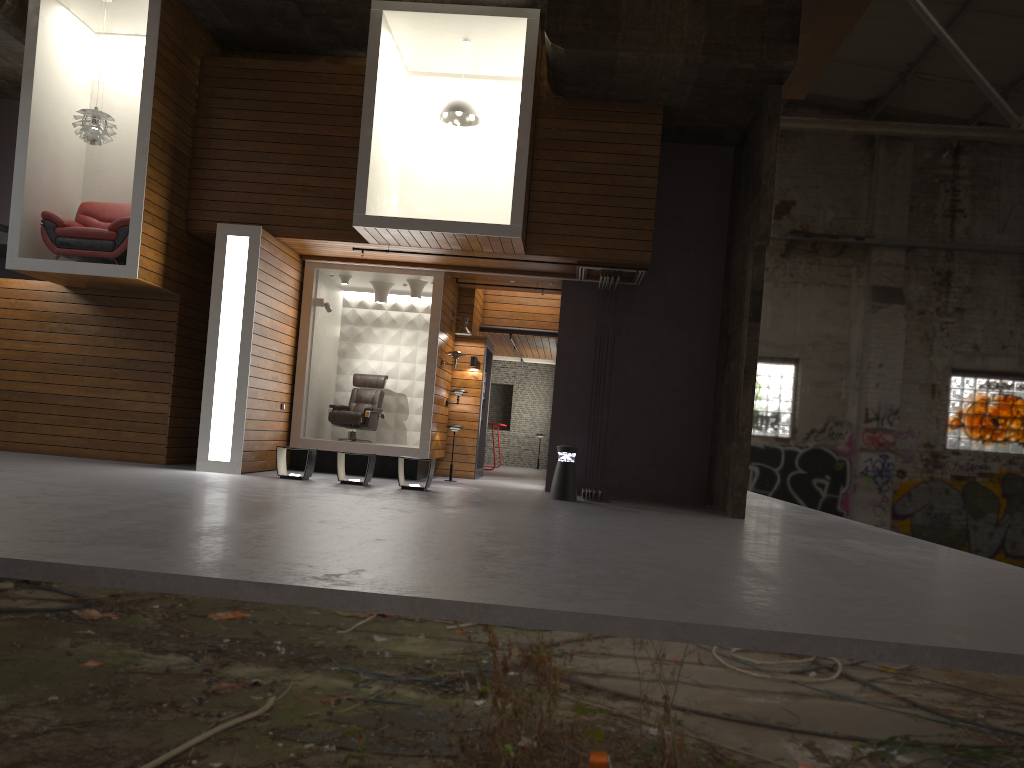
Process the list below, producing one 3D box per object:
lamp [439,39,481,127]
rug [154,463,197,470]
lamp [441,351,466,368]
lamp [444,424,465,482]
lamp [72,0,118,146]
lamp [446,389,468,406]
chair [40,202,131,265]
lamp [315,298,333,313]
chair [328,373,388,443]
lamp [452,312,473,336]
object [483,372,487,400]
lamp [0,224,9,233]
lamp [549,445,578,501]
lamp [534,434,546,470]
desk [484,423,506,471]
[{"bbox_3d":[-0.613,-3.808,11.101,0.529,0.986,0.531,4,-1,16],"label":"lamp"},{"bbox_3d":[-4.166,1.097,11.813,0.540,0.014,1.580,5,-3,4],"label":"rug"},{"bbox_3d":[-0.861,-0.359,13.038,0.351,0.271,0.288,5,-2,4],"label":"lamp"},{"bbox_3d":[-0.884,1.025,13.246,0.288,0.862,0.287,5,-1,-11],"label":"lamp"},{"bbox_3d":[-4.966,-3.779,10.666,0.513,1.773,0.487,5,-1,-32],"label":"lamp"},{"bbox_3d":[-0.863,0.216,13.921,0.326,0.297,0.288,5,-2,4],"label":"lamp"},{"bbox_3d":[-5.051,-1.873,11.017,1.200,0.937,0.954,5,-2,4],"label":"chair"},{"bbox_3d":[-2.720,-1.140,12.851,0.249,0.188,0.129,6,-2,-27],"label":"lamp"},{"bbox_3d":[-2.375,0.352,13.650,0.754,1.071,0.827,4,-2,19],"label":"chair"},{"bbox_3d":[-0.768,-0.938,13.789,0.346,0.331,0.295,5,-2,6],"label":"lamp"},{"bbox_3d":[-0.655,0.020,15.536,0.380,0.478,0.048,5,0,4],"label":"object"},{"bbox_3d":[-6.634,-0.551,11.040,0.629,2.946,0.631,4,-1,45],"label":"lamp"},{"bbox_3d":[0.677,1.123,11.256,0.348,0.696,0.348,5,-1,10],"label":"lamp"},{"bbox_3d":[0.656,1.618,21.278,0.287,0.862,0.288,5,-1,1],"label":"lamp"},{"bbox_3d":[-0.634,1.324,18.977,0.844,0.984,1.719,5,-3,4],"label":"desk"}]
